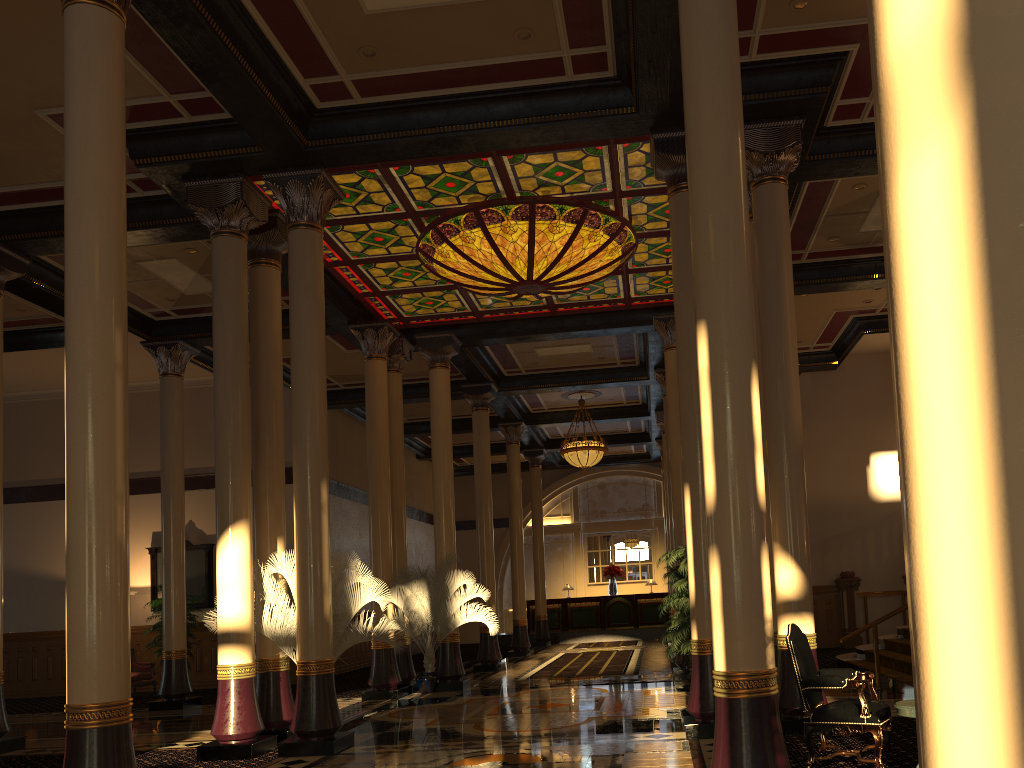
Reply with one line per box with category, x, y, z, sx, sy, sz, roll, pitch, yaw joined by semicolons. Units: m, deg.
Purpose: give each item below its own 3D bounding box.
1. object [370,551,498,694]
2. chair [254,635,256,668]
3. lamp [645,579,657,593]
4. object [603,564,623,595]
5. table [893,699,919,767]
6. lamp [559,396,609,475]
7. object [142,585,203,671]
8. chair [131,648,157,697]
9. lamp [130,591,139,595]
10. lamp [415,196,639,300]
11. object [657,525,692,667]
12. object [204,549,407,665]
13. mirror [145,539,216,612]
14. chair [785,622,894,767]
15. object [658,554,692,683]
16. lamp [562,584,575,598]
object;-1.096;3.798;13.912;1.803;2.243;2.135;-5;-9;10
chair;-5.107;5.282;16.558;0.719;1.085;0.777;-7;-8;31
lamp;4.417;6.411;27.581;0.440;0.438;0.414;4;-11;-38
object;5.379;0.941;13.700;0.678;4.216;30.189;-2;-14;-9
table;2.823;2.414;5.816;0.501;0.549;0.469;5;-11;-42
lamp;1.691;1.228;20.690;1.187;1.883;1.212;-3;-7;1
object;-6.506;4.879;16.732;1.119;2.125;1.013;1;-7;-34
chair;-7.082;5.380;16.131;0.628;0.908;0.713;-7;-9;27
lamp;-7.532;5.032;16.824;0.601;1.988;0.566;0;-6;-33
lamp;0.224;-1.569;11.731;2.976;0.593;3.086;-4;-14;5
object;2.091;2.490;9.172;1.119;2.125;1.013;1;-7;-34
object;-2.146;2.833;9.770;2.065;2.230;1.836;-2;-8;-5
mirror;-6.662;3.767;17.487;1.375;1.536;0.203;-4;-4;5
chair;2.545;2.386;6.733;0.728;1.085;0.768;-6;-8;21
object;2.749;3.480;13.276;1.041;2.125;1.089;-3;-6;-4
lamp;1.806;6.618;27.806;0.440;0.438;0.414;4;-11;-38
